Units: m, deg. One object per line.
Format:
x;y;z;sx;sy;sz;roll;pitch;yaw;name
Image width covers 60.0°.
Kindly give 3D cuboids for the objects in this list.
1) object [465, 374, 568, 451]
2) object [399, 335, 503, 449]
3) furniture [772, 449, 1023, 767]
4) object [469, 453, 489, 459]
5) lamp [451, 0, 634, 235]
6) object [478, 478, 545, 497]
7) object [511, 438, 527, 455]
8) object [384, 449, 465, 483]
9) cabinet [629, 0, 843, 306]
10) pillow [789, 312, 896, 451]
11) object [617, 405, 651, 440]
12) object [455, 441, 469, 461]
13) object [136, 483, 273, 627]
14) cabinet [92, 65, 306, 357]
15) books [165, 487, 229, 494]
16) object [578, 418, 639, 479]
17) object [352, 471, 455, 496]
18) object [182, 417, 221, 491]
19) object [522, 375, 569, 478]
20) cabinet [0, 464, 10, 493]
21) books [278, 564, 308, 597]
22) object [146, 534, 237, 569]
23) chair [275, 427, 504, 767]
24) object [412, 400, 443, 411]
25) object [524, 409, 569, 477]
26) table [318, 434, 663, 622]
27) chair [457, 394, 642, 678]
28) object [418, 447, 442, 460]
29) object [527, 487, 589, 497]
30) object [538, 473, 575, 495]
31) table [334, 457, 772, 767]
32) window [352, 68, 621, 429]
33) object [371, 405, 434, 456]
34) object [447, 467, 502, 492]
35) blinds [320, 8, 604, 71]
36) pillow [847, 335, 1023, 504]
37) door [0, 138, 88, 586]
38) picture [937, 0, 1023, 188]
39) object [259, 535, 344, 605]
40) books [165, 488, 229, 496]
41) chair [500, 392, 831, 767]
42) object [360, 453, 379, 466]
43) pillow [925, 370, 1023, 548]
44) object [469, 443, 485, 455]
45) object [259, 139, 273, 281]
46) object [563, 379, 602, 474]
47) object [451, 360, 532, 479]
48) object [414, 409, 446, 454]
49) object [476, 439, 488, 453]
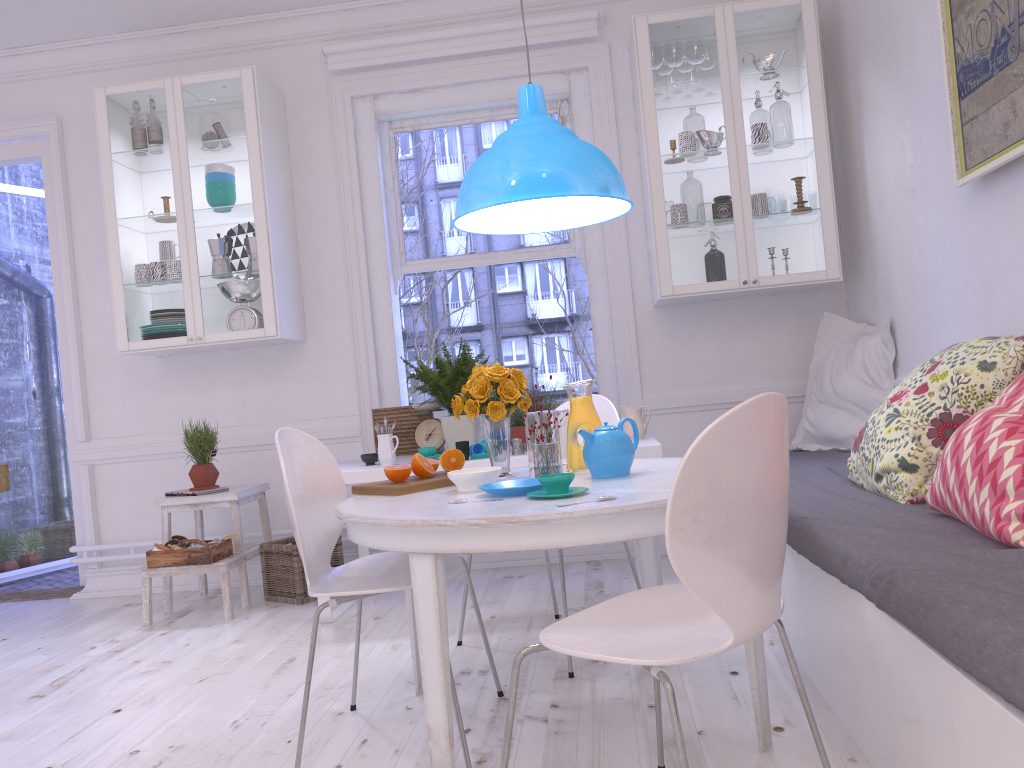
0.098;0.117;3.888;0.668;0.367;0.531;-6;0;30;object
-0.256;0.052;4.019;0.438;0.527;0.368;-5;0;6;object
1.155;0.544;2.565;0.769;0.508;3.296;-5;0;5;furniture
-0.126;0.292;3.629;0.121;0.021;0.121;-5;0;-44;object
0.004;-1.486;2.760;0.568;1.948;0.568;-6;0;40;lamp
0.013;0.260;2.219;0.196;0.023;0.196;-5;0;-7;object
0.029;0.254;3.615;0.066;0.067;0.052;-5;0;6;object
-0.273;0.240;2.626;0.129;0.075;0.285;-6;0;42;object
1.035;-1.080;4.205;0.823;1.311;0.425;-5;0;5;cabinet
1.503;-0.022;4.000;0.374;0.642;0.677;-5;0;-24;pillow
0.534;0.166;3.878;0.127;0.152;0.115;-5;0;-12;object
-0.202;0.271;3.572;0.055;0.077;0.070;-6;0;31;object
-1.418;0.780;4.174;0.418;0.534;0.599;-5;0;5;object
-1.561;-0.835;4.454;0.823;1.311;0.425;-5;0;5;cabinet
-1.496;0.505;4.213;0.246;0.007;0.180;-6;0;35;books
0.266;0.173;2.398;0.156;0.151;0.150;-5;0;9;object
-0.263;0.288;2.600;0.347;0.024;0.224;-5;0;-45;object
-1.463;0.313;4.199;0.186;0.367;0.196;-5;0;-40;object
0.092;0.121;2.387;0.128;0.287;0.128;-5;0;7;object
-1.184;0.586;0.934;0.654;0.842;1.167;-5;0;5;cabinet
-0.990;0.840;4.234;0.221;0.306;0.205;-6;0;39;books
-1.426;0.739;3.967;0.358;0.110;0.211;-5;0;8;object
-0.330;0.513;2.320;0.483;0.845;0.604;-5;0;5;chair
-0.389;0.100;4.158;0.163;0.047;0.164;-5;0;-35;object
0.109;0.172;2.605;0.101;0.186;0.122;-6;0;35;object
-0.105;0.613;3.883;1.514;0.619;0.736;-5;0;5;table
0.138;0.474;3.071;0.483;0.845;0.604;-5;0;-39;chair
-0.358;0.297;3.760;0.121;0.055;0.121;-5;0;-44;object
0.108;0.257;2.082;0.147;0.011;0.147;-5;0;8;object
0.106;0.236;2.082;0.088;0.043;0.088;-5;0;13;object
0.133;0.578;2.372;1.140;0.629;1.140;-6;0;34;table
-0.131;-0.663;4.658;1.234;1.782;0.181;-5;0;5;window
-0.519;0.226;4.268;0.294;0.237;0.028;-5;0;5;object
-0.099;0.257;2.381;0.147;0.052;0.147;-5;0;-42;object
-0.260;-1.725;4.478;1.451;0.131;0.136;-5;0;5;blinds
1.267;0.098;2.585;0.509;0.447;0.592;-5;0;10;pillow
-2.811;-0.059;5.350;1.009;2.474;1.021;-5;0;5;door
1.351;-0.939;2.354;0.020;0.629;0.971;-5;0;5;picture
-0.995;0.875;4.224;0.276;0.270;0.276;-6;0;39;object
-1.496;0.514;4.213;0.246;0.011;0.180;-6;0;35;books
0.284;0.452;1.623;0.483;0.845;0.604;-6;0;40;chair
-0.610;0.325;3.816;0.079;0.048;0.082;-5;0;-35;object
1.199;0.105;1.904;0.491;0.424;0.587;-5;0;8;pillow
-0.144;0.268;3.627;0.069;0.058;0.080;-5;0;-22;object
-1.559;-0.835;4.476;0.811;0.651;0.376;-5;0;5;object
0.208;0.122;2.570;0.094;0.267;0.116;-6;0;32;object
-0.048;0.104;2.628;0.234;0.351;0.235;-5;0;-30;object
-0.373;0.226;4.146;0.159;0.208;0.185;-5;0;5;object
-0.107;0.258;3.636;0.069;0.059;0.082;-5;0;-17;object
